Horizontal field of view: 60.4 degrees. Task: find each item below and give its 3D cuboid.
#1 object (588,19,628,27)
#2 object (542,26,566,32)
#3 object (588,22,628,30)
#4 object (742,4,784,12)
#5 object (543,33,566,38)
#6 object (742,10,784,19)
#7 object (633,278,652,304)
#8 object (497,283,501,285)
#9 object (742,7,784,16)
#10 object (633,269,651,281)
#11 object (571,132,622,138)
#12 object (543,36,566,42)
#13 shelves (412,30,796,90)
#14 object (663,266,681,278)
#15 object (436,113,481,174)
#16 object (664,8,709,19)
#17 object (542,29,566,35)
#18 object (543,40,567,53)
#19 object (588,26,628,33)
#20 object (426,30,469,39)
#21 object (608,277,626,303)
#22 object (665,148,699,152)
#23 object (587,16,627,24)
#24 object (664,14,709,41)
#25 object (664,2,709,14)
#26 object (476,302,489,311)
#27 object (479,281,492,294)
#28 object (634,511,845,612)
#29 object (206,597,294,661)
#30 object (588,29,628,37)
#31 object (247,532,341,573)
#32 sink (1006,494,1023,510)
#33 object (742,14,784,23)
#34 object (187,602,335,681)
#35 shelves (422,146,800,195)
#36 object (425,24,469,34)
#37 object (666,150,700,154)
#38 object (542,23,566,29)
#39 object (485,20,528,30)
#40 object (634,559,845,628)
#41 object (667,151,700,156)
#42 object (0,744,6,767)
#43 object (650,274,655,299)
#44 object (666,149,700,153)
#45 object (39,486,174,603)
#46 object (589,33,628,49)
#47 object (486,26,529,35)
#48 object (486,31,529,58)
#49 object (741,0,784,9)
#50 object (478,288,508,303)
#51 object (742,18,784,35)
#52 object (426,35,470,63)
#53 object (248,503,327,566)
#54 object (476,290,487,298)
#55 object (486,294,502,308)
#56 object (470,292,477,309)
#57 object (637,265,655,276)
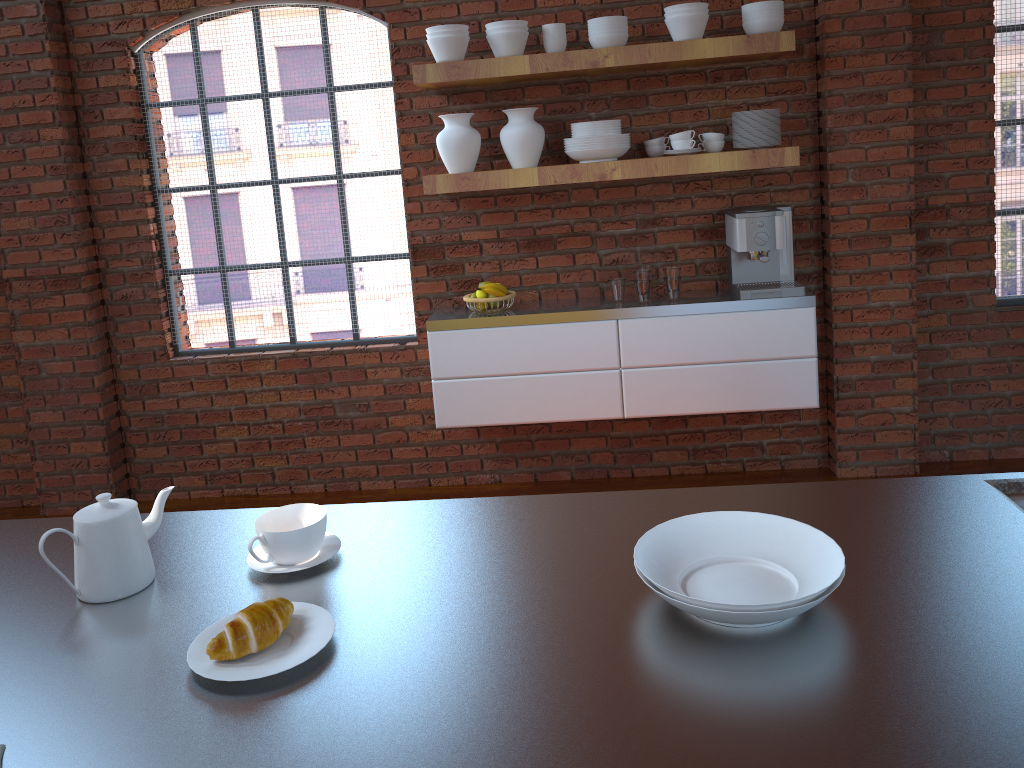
[{"bbox_3d":[0.400,-1.473,3.663,0.165,0.060,0.169,-5,14,0],"label":"object"},{"bbox_3d":[0.179,-1.464,3.699,0.099,0.060,0.100,8,18,43],"label":"object"},{"bbox_3d":[0.401,-1.461,3.664,0.165,0.060,0.169,-5,14,0],"label":"object"},{"bbox_3d":[1.025,-1.506,3.594,0.166,0.060,0.168,9,19,43],"label":"object"},{"bbox_3d":[0.181,-1.439,3.702,0.099,0.060,0.100,8,18,43],"label":"object"},{"bbox_3d":[1.027,-1.481,3.598,0.166,0.060,0.168,9,19,43],"label":"object"},{"bbox_3d":[0.559,-0.394,3.747,0.078,0.102,0.079,2,13,35],"label":"object"},{"bbox_3d":[-0.065,-0.427,3.918,0.047,0.045,0.055,-15,16,-42],"label":"object"},{"bbox_3d":[1.026,-1.494,3.596,0.166,0.060,0.168,9,19,43],"label":"object"},{"bbox_3d":[0.556,-0.432,3.742,0.078,0.102,0.079,2,13,35],"label":"object"},{"bbox_3d":[0.360,-1.029,3.726,0.214,0.054,0.218,-5,14,-3],"label":"object"},{"bbox_3d":[0.182,-1.426,3.704,0.099,0.060,0.100,8,18,43],"label":"object"},{"bbox_3d":[0.369,-1.357,3.708,1.534,0.075,0.345,-3,14,5],"label":"shelves"},{"bbox_3d":[0.685,-0.445,3.753,0.078,0.102,0.079,-2,11,17],"label":"object"},{"bbox_3d":[-0.228,-1.032,3.784,0.193,0.245,0.195,5,14,44],"label":"object"},{"bbox_3d":[0.718,-1.470,3.605,0.181,0.102,0.184,-11,14,-24],"label":"object"},{"bbox_3d":[0.180,-1.452,3.700,0.099,0.060,0.100,8,18,43],"label":"object"},{"bbox_3d":[0.183,-1.410,3.706,0.099,0.060,0.100,8,18,43],"label":"object"},{"bbox_3d":[0.402,-1.448,3.666,0.165,0.060,0.169,-5,14,0],"label":"object"},{"bbox_3d":[-0.263,-1.403,3.656,0.182,0.102,0.183,6,17,40],"label":"object"},{"bbox_3d":[0.462,-0.407,3.831,0.078,0.102,0.079,-9,11,-24],"label":"object"},{"bbox_3d":[0.711,-0.973,3.671,0.155,0.012,0.155,-14,17,-33],"label":"object"},{"bbox_3d":[0.399,-1.486,3.661,0.165,0.060,0.169,-5,14,0],"label":"object"},{"bbox_3d":[0.719,-1.449,3.608,0.181,0.102,0.184,-11,14,-24],"label":"object"},{"bbox_3d":[0.716,-1.492,3.602,0.181,0.102,0.184,-11,14,-24],"label":"object"},{"bbox_3d":[-0.129,-0.341,3.833,0.055,0.045,0.047,5,15,37],"label":"object"},{"bbox_3d":[-0.114,-0.424,3.893,0.068,0.060,0.071,0,13,21],"label":"object"},{"bbox_3d":[0.313,0.260,1.222,0.283,0.054,0.286,-11,15,-22],"label":"object"},{"bbox_3d":[-0.350,0.328,1.197,0.062,0.050,0.141,1,15,24],"label":"object"},{"bbox_3d":[0.403,-1.435,3.668,0.165,0.060,0.169,-5,14,0],"label":"object"},{"bbox_3d":[-0.362,0.284,1.466,0.154,0.012,0.157,5,17,32],"label":"object"},{"bbox_3d":[1.146,0.320,1.368,0.612,0.196,0.418,-3,13,5],"label":"sink"},{"bbox_3d":[1.028,-1.468,3.600,0.166,0.060,0.168,9,19,43],"label":"object"},{"bbox_3d":[-0.338,0.351,1.195,0.194,0.013,0.199,2,16,25],"label":"object"},{"bbox_3d":[0.405,-0.916,3.768,1.534,0.075,0.345,-3,14,5],"label":"shelves"},{"bbox_3d":[-0.264,-1.426,3.653,0.182,0.102,0.183,6,17,40],"label":"object"},{"bbox_3d":[0.712,-0.964,3.672,0.155,0.012,0.155,-14,17,-33],"label":"object"},{"bbox_3d":[0.178,-1.477,3.697,0.099,0.060,0.100,8,18,43],"label":"object"},{"bbox_3d":[-0.018,-1.449,3.667,0.182,0.102,0.183,6,17,40],"label":"object"},{"bbox_3d":[0.314,0.270,1.223,0.283,0.054,0.286,-11,15,-22],"label":"object"},{"bbox_3d":[0.712,-0.961,3.673,0.155,0.012,0.155,-14,17,-33],"label":"object"},{"bbox_3d":[-0.624,0.429,0.894,0.198,0.060,0.206,-13,16,-31],"label":"object"},{"bbox_3d":[0.593,-0.427,3.862,0.078,0.102,0.079,2,13,35],"label":"object"},{"bbox_3d":[0.712,-0.969,3.671,0.155,0.012,0.155,-14,17,-33],"label":"object"},{"bbox_3d":[-0.641,0.249,1.411,0.118,0.153,0.202,-3,12,11],"label":"object"},{"bbox_3d":[0.404,-1.419,3.670,0.165,0.060,0.169,-5,14,0],"label":"object"},{"bbox_3d":[-0.017,-1.427,3.670,0.182,0.102,0.183,6,17,40],"label":"object"},{"bbox_3d":[-0.015,-1.406,3.673,0.182,0.102,0.183,6,17,40],"label":"object"},{"bbox_3d":[1.024,-1.519,3.593,0.166,0.060,0.168,9,19,43],"label":"object"},{"bbox_3d":[-0.064,-0.383,3.827,0.064,0.093,0.179,4,16,41],"label":"object"},{"bbox_3d":[1.029,-1.452,3.602,0.166,0.060,0.168,9,19,43],"label":"object"},{"bbox_3d":[-0.261,-1.383,3.659,0.182,0.102,0.183,6,17,40],"label":"object"},{"bbox_3d":[-0.368,0.255,1.461,0.125,0.068,0.118,-7,13,-10],"label":"object"},{"bbox_3d":[-0.134,-0.390,3.838,0.045,0.052,0.052,-6,11,-6],"label":"object"},{"bbox_3d":[-0.080,-0.368,3.863,0.076,0.064,0.079,5,15,38],"label":"object"},{"bbox_3d":[-0.151,-0.369,3.886,0.074,0.074,0.074,-9,12,-19],"label":"object"},{"bbox_3d":[0.590,-0.464,3.857,0.078,0.102,0.079,2,13,35],"label":"object"}]
